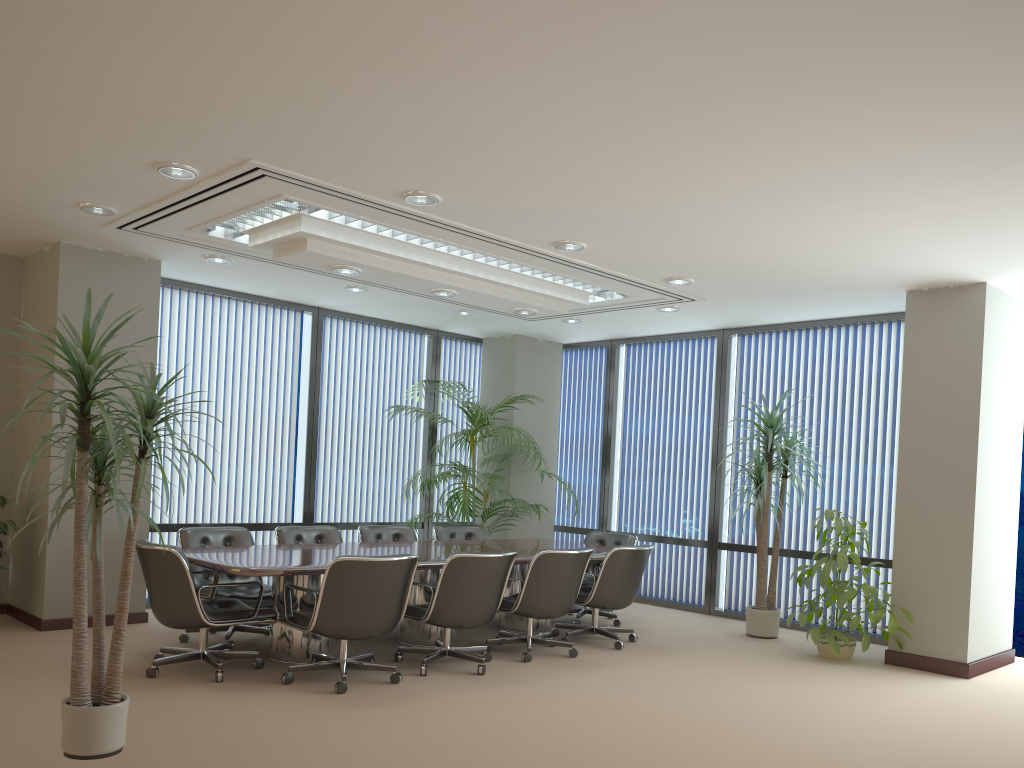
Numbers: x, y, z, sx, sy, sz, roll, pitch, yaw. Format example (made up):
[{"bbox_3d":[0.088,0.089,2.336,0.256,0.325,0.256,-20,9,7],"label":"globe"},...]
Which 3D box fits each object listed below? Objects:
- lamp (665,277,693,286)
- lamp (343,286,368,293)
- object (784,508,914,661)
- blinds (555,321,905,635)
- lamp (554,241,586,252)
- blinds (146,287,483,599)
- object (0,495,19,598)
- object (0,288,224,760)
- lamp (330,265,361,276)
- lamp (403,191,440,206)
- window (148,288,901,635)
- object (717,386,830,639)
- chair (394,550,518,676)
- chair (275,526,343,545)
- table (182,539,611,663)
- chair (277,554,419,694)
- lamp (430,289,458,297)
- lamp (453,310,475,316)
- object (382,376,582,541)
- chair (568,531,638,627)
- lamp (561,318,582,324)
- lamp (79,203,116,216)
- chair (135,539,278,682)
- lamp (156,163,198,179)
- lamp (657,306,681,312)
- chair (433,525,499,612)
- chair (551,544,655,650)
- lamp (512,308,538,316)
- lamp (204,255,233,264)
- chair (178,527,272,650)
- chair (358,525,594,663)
[{"bbox_3d":[1.361,-0.831,7.190,0.225,0.035,0.225,5,-6,-20],"label":"lamp"},{"bbox_3d":[-1.445,-0.871,8.141,0.225,0.035,0.225,5,-6,-20],"label":"lamp"},{"bbox_3d":[2.775,1.702,7.307,0.978,1.311,0.859,2,-2,16],"label":"object"},{"bbox_3d":[2.007,0.954,9.690,0.051,2.904,4.927,2,-3,-44],"label":"blinds"},{"bbox_3d":[0.408,-0.971,6.253,0.225,0.035,0.225,5,-6,-20],"label":"lamp"},{"bbox_3d":[-1.741,0.778,9.742,4.916,2.904,0.031,7,-3,-44],"label":"blinds"},{"bbox_3d":[-4.201,1.334,6.686,0.737,1.092,0.799,3,-2,-13],"label":"object"},{"bbox_3d":[-1.662,0.576,3.543,0.804,1.831,0.819,3,-1,21],"label":"object"},{"bbox_3d":[-1.231,-0.835,6.531,0.226,0.035,0.225,6,-6,-27],"label":"lamp"},{"bbox_3d":[-0.544,-1.112,5.316,0.225,0.035,0.226,-1,-7,35],"label":"lamp"},{"bbox_3d":[0.161,0.878,9.746,7.370,2.910,3.545,3,-3,1],"label":"window"},{"bbox_3d":[2.382,1.196,8.159,1.015,2.312,1.034,3,-1,21],"label":"object"},{"bbox_3d":[-0.418,1.597,6.322,0.762,0.858,0.852,5,-4,-44],"label":"chair"},{"bbox_3d":[-1.590,1.660,7.516,0.762,0.858,0.852,5,-4,-44],"label":"chair"},{"bbox_3d":[-0.676,1.729,7.228,4.088,0.748,1.506,8,-7,-44],"label":"table"},{"bbox_3d":[-1.076,1.506,5.737,0.756,0.858,0.856,5,-3,-40],"label":"chair"},{"bbox_3d":[-0.558,-0.736,7.194,0.225,0.035,0.225,5,-6,-20],"label":"lamp"},{"bbox_3d":[-0.493,-0.730,9.078,0.225,0.035,0.225,5,-6,-20],"label":"lamp"},{"bbox_3d":[-0.413,1.132,9.805,2.171,2.476,2.089,4,-2,-24],"label":"object"},{"bbox_3d":[0.772,1.885,8.606,0.856,0.858,0.758,5,-4,-44],"label":"chair"},{"bbox_3d":[0.623,-0.660,9.236,0.226,0.035,0.225,7,-7,-34],"label":"lamp"},{"bbox_3d":[-2.769,-1.161,5.898,0.226,0.035,0.225,6,-6,-27],"label":"lamp"},{"bbox_3d":[-2.057,1.467,5.822,0.856,0.858,0.758,5,-4,-44],"label":"chair"},{"bbox_3d":[-1.908,-1.208,5.021,0.226,0.035,0.225,8,-7,-41],"label":"lamp"},{"bbox_3d":[1.484,-0.707,8.359,0.225,0.035,0.226,-1,-7,35],"label":"lamp"},{"bbox_3d":[-0.351,1.837,8.675,0.761,0.858,0.852,5,-3,-39],"label":"chair"},{"bbox_3d":[0.746,1.774,7.524,0.851,0.858,0.738,0,-3,41],"label":"chair"},{"bbox_3d":[0.116,-0.636,7.856,0.225,0.035,0.225,5,-6,-20],"label":"lamp"},{"bbox_3d":[-2.398,-1.011,7.204,0.226,0.035,0.225,6,-6,-27],"label":"lamp"},{"bbox_3d":[-2.167,1.569,6.892,0.851,0.858,0.762,0,-3,41],"label":"chair"},{"bbox_3d":[-0.399,1.718,7.514,0.761,0.856,2.526,5,-5,-44],"label":"chair"}]
